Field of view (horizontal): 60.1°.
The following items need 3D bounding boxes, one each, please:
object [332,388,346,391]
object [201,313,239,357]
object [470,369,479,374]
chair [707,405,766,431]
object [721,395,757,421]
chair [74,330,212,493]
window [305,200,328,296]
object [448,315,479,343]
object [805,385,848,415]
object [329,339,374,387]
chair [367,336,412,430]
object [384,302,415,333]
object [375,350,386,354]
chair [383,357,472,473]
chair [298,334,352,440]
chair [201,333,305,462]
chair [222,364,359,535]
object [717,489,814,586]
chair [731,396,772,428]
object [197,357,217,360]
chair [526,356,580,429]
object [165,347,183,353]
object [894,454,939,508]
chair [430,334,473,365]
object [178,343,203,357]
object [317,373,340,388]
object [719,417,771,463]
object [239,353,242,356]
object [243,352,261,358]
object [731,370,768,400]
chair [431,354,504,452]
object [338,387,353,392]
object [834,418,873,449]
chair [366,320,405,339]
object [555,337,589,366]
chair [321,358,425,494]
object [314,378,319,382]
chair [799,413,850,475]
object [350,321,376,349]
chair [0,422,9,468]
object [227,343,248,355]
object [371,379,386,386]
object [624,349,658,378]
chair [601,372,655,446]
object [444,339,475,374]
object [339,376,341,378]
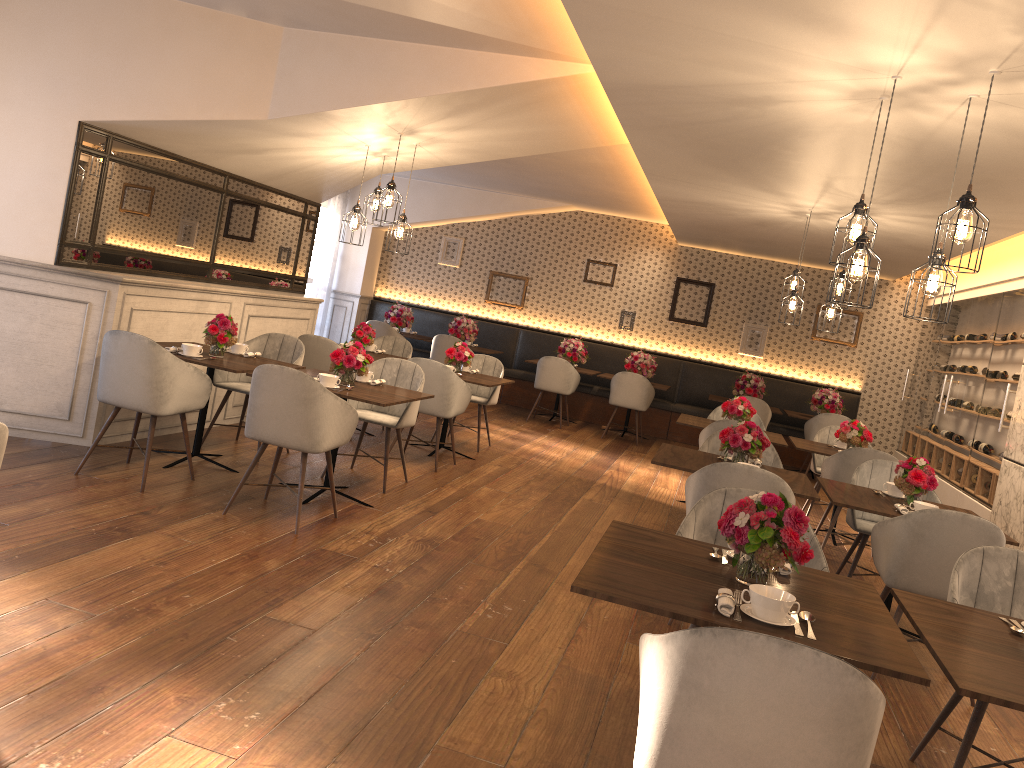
[{"bbox_3d":[-1.030,0.032,5.323,0.022,0.004,0.211,12,5,13],"label":"object"},{"bbox_3d":[-1.904,-0.328,5.771,0.234,0.301,0.306,10,4,-12],"label":"object"},{"bbox_3d":[-0.343,-0.114,8.145,0.056,0.039,0.175,12,5,13],"label":"object"},{"bbox_3d":[2.031,0.641,8.225,0.566,0.871,0.526,11,3,13],"label":"chair"},{"bbox_3d":[1.950,0.237,7.614,0.304,0.301,0.235,10,3,-9],"label":"object"},{"bbox_3d":[-2.140,0.126,5.176,0.566,0.871,0.526,11,3,13],"label":"chair"},{"bbox_3d":[-3.973,-1.064,5.911,0.495,2.383,14.541,11,5,9],"label":"window"},{"bbox_3d":[-0.664,-0.733,12.091,0.420,0.424,0.406,11,3,1],"label":"object"},{"bbox_3d":[3.906,0.237,10.986,0.418,0.424,0.408,9,4,-33],"label":"object"},{"bbox_3d":[-1.006,-0.138,5.564,0.235,0.301,0.304,13,4,32],"label":"object"},{"bbox_3d":[-1.311,-0.042,8.732,0.566,0.871,0.526,11,3,13],"label":"chair"},{"bbox_3d":[-1.568,-0.925,12.317,0.418,0.424,0.408,8,4,-35],"label":"object"},{"bbox_3d":[-1.245,-0.306,8.365,0.056,0.039,0.175,12,5,13],"label":"object"},{"bbox_3d":[-0.678,0.218,7.210,0.566,0.871,0.526,11,3,13],"label":"chair"},{"bbox_3d":[-1.593,0.023,7.434,0.566,0.871,0.526,11,3,13],"label":"chair"},{"bbox_3d":[-1.857,0.061,6.474,0.566,0.871,0.526,11,3,13],"label":"chair"},{"bbox_3d":[-1.225,0.321,4.952,0.566,0.871,0.526,11,3,13],"label":"chair"},{"bbox_3d":[0.760,0.461,2.700,0.233,0.301,0.307,8,5,-44],"label":"object"},{"bbox_3d":[2.789,0.564,10.634,0.566,0.871,0.526,11,3,13],"label":"chair"},{"bbox_3d":[-1.905,-0.160,5.530,0.043,0.015,0.197,12,5,17],"label":"object"},{"bbox_3d":[0.524,0.082,11.188,0.566,0.871,0.526,11,3,13],"label":"chair"},{"bbox_3d":[-2.117,-0.215,5.562,0.056,0.039,0.175,12,5,13],"label":"object"},{"bbox_3d":[2.268,0.541,4.954,0.235,0.301,0.305,12,4,15],"label":"object"},{"bbox_3d":[-0.827,-0.206,11.518,0.566,0.871,0.526,11,3,13],"label":"chair"},{"bbox_3d":[-2.005,-0.209,5.535,0.148,0.072,0.149,9,5,-19],"label":"object"},{"bbox_3d":[-1.104,-0.017,5.315,0.148,0.072,0.149,9,5,-19],"label":"object"},{"bbox_3d":[1.367,0.347,5.205,0.304,0.301,0.235,10,3,-9],"label":"object"},{"bbox_3d":[-1.827,-0.203,6.108,0.025,0.024,0.193,12,5,13],"label":"object"},{"bbox_3d":[-1.791,-0.203,6.109,0.056,0.039,0.175,12,5,13],"label":"object"},{"bbox_3d":[3.007,0.047,11.195,0.418,0.424,0.408,8,4,-35],"label":"object"},{"bbox_3d":[-0.396,0.153,8.508,0.566,0.871,0.526,11,3,13],"label":"chair"},{"bbox_3d":[-1.004,0.032,5.310,0.043,0.015,0.197,12,5,17],"label":"object"},{"bbox_3d":[2.848,0.431,7.362,0.307,0.301,0.233,13,4,35],"label":"object"},{"bbox_3d":[-1.742,-0.400,11.742,0.566,0.871,0.526,11,3,13],"label":"chair"},{"bbox_3d":[0.809,-0.428,11.822,0.418,0.424,0.408,9,4,-33],"label":"object"},{"bbox_3d":[-0.942,0.256,6.250,0.566,0.871,0.526,11,3,13],"label":"chair"},{"bbox_3d":[-1.215,-0.023,5.341,0.056,0.039,0.175,12,5,13],"label":"object"},{"bbox_3d":[3.704,0.759,10.410,0.566,0.871,0.526,11,3,13],"label":"chair"},{"bbox_3d":[-1.358,-0.431,8.027,0.234,0.301,0.306,10,4,-12],"label":"object"},{"bbox_3d":[-1.711,0.470,2.319,0.527,0.871,0.565,11,3,13],"label":"chair"},{"bbox_3d":[-1.896,-0.243,6.135,0.148,0.072,0.149,9,5,-19],"label":"object"},{"bbox_3d":[-0.889,-0.011,5.889,0.056,0.039,0.175,12,5,13],"label":"object"},{"bbox_3d":[1.674,-0.235,11.508,0.421,0.424,0.405,12,4,15],"label":"object"},{"bbox_3d":[1.439,0.277,10.964,0.566,0.871,0.526,11,3,13],"label":"chair"},{"bbox_3d":[-0.460,-0.240,7.820,0.235,0.301,0.304,13,4,32],"label":"object"},{"bbox_3d":[-1.113,-0.045,5.923,0.043,0.015,0.197,12,5,9],"label":"object"}]
